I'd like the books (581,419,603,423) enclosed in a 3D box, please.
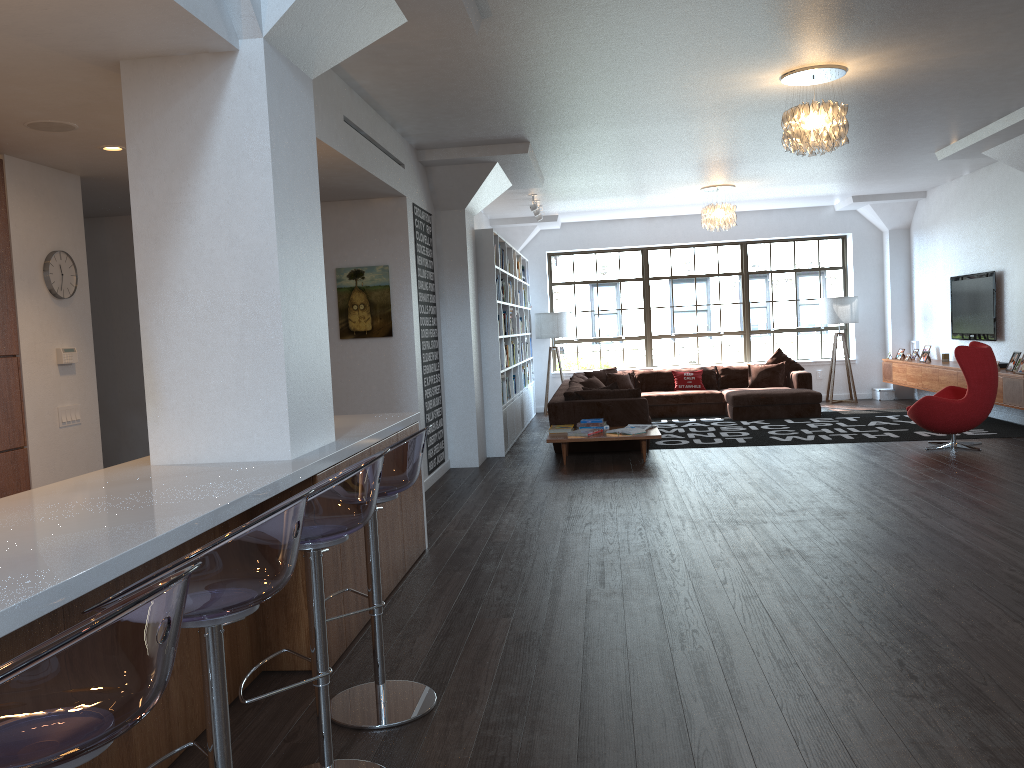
[{"bbox_3d":[0.833,0.384,9.209,0.224,0.027,0.157,-2,4,11],"label":"books"}]

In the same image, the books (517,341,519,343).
[{"bbox_3d":[-0.018,-0.546,11.703,0.208,0.024,0.144,-2,4,11],"label":"books"}]

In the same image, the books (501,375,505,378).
[{"bbox_3d":[-0.199,-0.080,9.644,0.223,0.027,0.161,-2,4,15],"label":"books"}]

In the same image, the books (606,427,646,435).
[{"bbox_3d":[1.124,0.462,8.769,0.231,0.040,0.342,-6,5,-44],"label":"books"}]

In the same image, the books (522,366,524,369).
[{"bbox_3d":[0.090,-0.101,12.506,0.176,0.290,0.036,-3,3,5],"label":"books"}]

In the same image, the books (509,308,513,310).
[{"bbox_3d":[-0.114,-0.909,10.819,0.223,0.027,0.161,-2,4,15],"label":"books"}]

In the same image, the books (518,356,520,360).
[{"bbox_3d":[-0.034,-0.336,11.716,0.251,0.037,0.160,-2,4,11],"label":"books"}]

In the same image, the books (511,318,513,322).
[{"bbox_3d":[-0.088,-0.808,11.239,0.183,0.042,0.253,-3,3,6],"label":"books"}]

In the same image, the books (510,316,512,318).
[{"bbox_3d":[-0.096,-0.844,11.243,0.161,0.033,0.223,-3,3,6],"label":"books"}]

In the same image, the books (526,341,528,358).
[{"bbox_3d":[0.134,-0.500,13.104,0.183,0.253,0.042,-3,3,6],"label":"books"}]

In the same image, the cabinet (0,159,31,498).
[{"bbox_3d":[-3.432,0.110,2.580,0.598,2.499,5.299,-3,3,6],"label":"cabinet"}]

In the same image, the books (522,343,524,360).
[{"bbox_3d":[0.069,-0.449,12.403,0.174,0.242,0.105,-3,3,6],"label":"books"}]

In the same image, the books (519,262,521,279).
[{"bbox_3d":[0.028,-1.586,12.528,0.183,0.253,0.034,-3,3,6],"label":"books"}]

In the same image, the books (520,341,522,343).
[{"bbox_3d":[0.042,-0.462,12.254,0.197,0.290,0.136,-3,3,6],"label":"books"}]

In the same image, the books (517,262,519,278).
[{"bbox_3d":[0.001,-1.565,12.278,0.171,0.246,0.057,-3,3,6],"label":"books"}]

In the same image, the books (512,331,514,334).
[{"bbox_3d":[-0.075,-0.643,11.245,0.171,0.039,0.246,-3,3,6],"label":"books"}]

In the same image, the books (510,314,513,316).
[{"bbox_3d":[-0.110,-0.874,11.267,0.223,0.027,0.161,-3,3,-5],"label":"books"}]

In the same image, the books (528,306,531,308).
[{"bbox_3d":[0.126,-1.174,13.590,0.284,0.035,0.197,0,4,36],"label":"books"}]

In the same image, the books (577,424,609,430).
[{"bbox_3d":[0.836,0.451,9.211,0.312,0.037,0.216,-3,3,-4],"label":"books"}]

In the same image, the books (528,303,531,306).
[{"bbox_3d":[0.124,-1.208,13.588,0.284,0.033,0.197,-2,4,21],"label":"books"}]

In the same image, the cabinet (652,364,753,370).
[{"bbox_3d":[2.970,0.042,13.762,1.520,0.625,0.350,-3,3,6],"label":"cabinet"}]

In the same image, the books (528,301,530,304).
[{"bbox_3d":[0.125,-1.241,13.581,0.254,0.032,0.174,0,5,41],"label":"books"}]

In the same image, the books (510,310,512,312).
[{"bbox_3d":[-0.086,-0.934,11.248,0.129,0.043,0.185,-2,4,20],"label":"books"}]

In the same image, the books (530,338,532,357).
[{"bbox_3d":[0.211,-0.565,13.803,0.176,0.290,0.053,-3,3,6],"label":"books"}]

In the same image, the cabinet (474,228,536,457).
[{"bbox_3d":[-0.140,-0.565,11.625,0.461,2.414,4.500,-3,3,6],"label":"cabinet"}]

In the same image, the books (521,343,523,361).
[{"bbox_3d":[0.050,-0.437,12.150,0.182,0.253,0.098,-3,3,6],"label":"books"}]

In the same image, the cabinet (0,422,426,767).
[{"bbox_3d":[-1.229,0.796,3.331,0.898,0.796,4.493,-3,3,6],"label":"cabinet"}]

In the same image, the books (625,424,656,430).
[{"bbox_3d":[1.313,0.434,9.094,0.256,0.035,0.350,-1,4,31],"label":"books"}]

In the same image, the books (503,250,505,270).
[{"bbox_3d":[-0.180,-1.447,10.433,0.182,0.255,0.077,-3,3,6],"label":"books"}]

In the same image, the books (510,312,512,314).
[{"bbox_3d":[-0.091,-0.900,11.254,0.144,0.024,0.208,-2,4,11],"label":"books"}]

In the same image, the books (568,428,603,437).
[{"bbox_3d":[0.726,0.481,8.819,0.236,0.035,0.340,-1,4,31],"label":"books"}]

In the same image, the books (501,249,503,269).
[{"bbox_3d":[-0.194,-1.433,10.245,0.182,0.253,0.098,-3,3,6],"label":"books"}]

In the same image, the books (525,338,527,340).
[{"bbox_3d":[0.089,-0.650,12.818,0.224,0.030,0.161,-2,4,16],"label":"books"}]

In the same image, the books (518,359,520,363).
[{"bbox_3d":[-0.030,-0.299,11.715,0.246,0.038,0.171,-3,3,6],"label":"books"}]

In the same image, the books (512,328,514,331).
[{"bbox_3d":[-0.080,-0.682,11.241,0.160,0.039,0.251,-2,4,11],"label":"books"}]

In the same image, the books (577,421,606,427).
[{"bbox_3d":[0.830,0.415,9.214,0.279,0.035,0.191,-2,4,16],"label":"books"}]

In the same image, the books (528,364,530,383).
[{"bbox_3d":[0.174,-0.160,13.392,0.176,0.290,0.053,-3,3,6],"label":"books"}]

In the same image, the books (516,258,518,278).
[{"bbox_3d":[-0.019,-1.579,12.152,0.176,0.290,0.053,-3,3,6],"label":"books"}]

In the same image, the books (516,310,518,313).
[{"bbox_3d":[-0.053,-0.941,11.585,0.224,0.030,0.161,-2,4,16],"label":"books"}]

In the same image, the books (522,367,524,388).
[{"bbox_3d":[0.065,-0.083,12.235,0.176,0.290,0.053,-3,3,5],"label":"books"}]

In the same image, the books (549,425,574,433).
[{"bbox_3d":[0.514,0.465,9.185,0.241,0.045,0.334,-2,3,7],"label":"books"}]

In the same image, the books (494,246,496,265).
[{"bbox_3d":[-0.259,-1.380,9.626,0.161,0.222,0.084,-3,3,6],"label":"books"}]

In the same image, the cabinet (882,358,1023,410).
[{"bbox_3d":[5.573,-0.068,11.080,0.459,0.350,4.501,-3,3,6],"label":"cabinet"}]

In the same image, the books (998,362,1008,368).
[{"bbox_3d":[5.564,-0.214,10.226,0.250,0.053,0.400,-3,3,6],"label":"books"}]
